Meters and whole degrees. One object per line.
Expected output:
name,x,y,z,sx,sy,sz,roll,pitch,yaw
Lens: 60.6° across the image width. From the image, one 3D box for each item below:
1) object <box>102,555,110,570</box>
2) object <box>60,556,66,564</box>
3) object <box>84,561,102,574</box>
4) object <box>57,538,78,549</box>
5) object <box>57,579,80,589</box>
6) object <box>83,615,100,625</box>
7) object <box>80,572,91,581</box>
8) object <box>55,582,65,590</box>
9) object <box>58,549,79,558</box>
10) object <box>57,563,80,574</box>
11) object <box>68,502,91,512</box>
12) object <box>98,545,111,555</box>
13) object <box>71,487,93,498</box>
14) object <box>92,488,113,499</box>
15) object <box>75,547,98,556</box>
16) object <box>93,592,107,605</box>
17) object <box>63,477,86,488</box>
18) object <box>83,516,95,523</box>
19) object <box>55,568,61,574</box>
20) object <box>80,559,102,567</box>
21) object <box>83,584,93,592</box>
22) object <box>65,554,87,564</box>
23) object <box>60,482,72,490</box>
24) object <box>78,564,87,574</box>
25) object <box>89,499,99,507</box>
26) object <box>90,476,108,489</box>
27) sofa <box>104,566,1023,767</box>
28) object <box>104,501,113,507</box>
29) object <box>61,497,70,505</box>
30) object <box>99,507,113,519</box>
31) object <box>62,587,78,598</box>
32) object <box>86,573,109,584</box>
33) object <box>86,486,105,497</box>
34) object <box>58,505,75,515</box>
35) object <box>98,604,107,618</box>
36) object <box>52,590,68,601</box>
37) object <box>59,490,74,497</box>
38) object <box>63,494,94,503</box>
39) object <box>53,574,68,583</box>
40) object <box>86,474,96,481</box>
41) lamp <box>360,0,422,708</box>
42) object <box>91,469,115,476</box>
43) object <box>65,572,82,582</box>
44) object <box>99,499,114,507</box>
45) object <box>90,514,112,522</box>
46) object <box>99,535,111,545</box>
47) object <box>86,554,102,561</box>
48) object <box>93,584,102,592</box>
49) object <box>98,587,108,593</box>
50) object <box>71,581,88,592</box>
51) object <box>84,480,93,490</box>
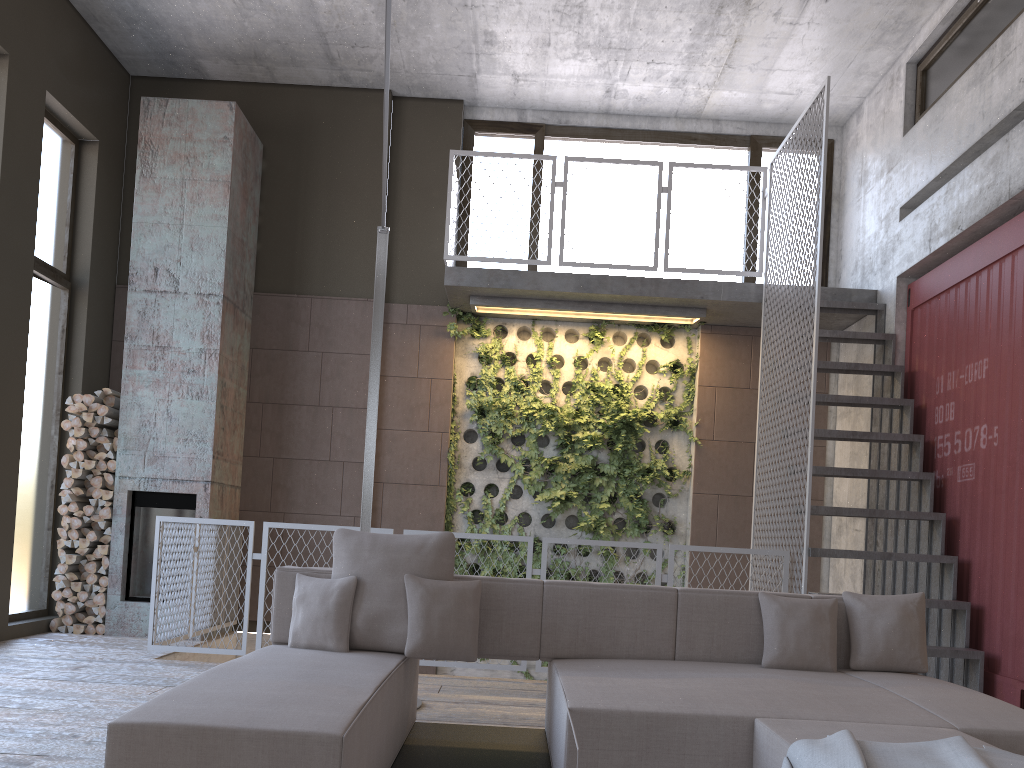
object,-3.376,1.521,7.473,0.064,0.123,0.369,3,-9,2
object,-3.717,1.495,7.469,0.067,0.066,0.429,3,-10,0
object,-3.509,1.548,7.441,0.098,0.105,0.298,3,-9,0
object,-3.763,1.368,7.537,0.079,0.106,0.443,3,-10,0
object,-3.697,1.685,7.418,0.071,0.072,0.429,3,-10,1
object,-3.520,2.010,7.519,0.115,0.078,0.441,3,-10,0
object,-3.569,1.646,7.540,0.101,0.085,0.368,3,-10,1
object,-3.759,1.729,7.501,0.066,0.084,0.431,3,-10,3
object,-3.782,1.469,7.545,0.070,0.116,0.369,3,-9,0
object,-3.715,1.569,7.491,0.091,0.088,0.462,3,-10,2
object,-3.656,1.065,7.540,0.091,0.088,0.462,3,-10,1
object,-3.390,1.415,7.511,0.093,0.082,0.486,3,-10,1
object,-3.631,0.941,7.548,0.115,0.078,0.441,3,-10,1
object,-3.452,0.952,7.532,0.092,0.092,0.443,3,-10,1
object,-3.570,1.425,7.492,0.115,0.078,0.441,3,-10,0
object,-3.415,1.802,7.395,0.101,0.101,0.297,3,-9,-1
object,-3.675,0.860,7.511,0.091,0.088,0.462,3,-10,2
object,-3.563,1.159,7.509,0.064,0.073,0.364,3,-10,-1
object,-3.776,1.590,7.520,0.067,0.070,0.429,3,-10,1
object,-3.573,1.518,7.499,0.064,0.073,0.364,3,-10,2
object,-3.534,1.737,7.504,0.067,0.066,0.429,3,-10,1
object,-3.640,1.489,7.467,0.093,0.082,0.486,3,-10,0
object,-3.736,0.881,7.540,0.067,0.070,0.429,3,-10,1
object,-3.624,1.591,7.575,0.104,0.101,0.296,3,-9,1
object,-3.494,1.028,7.524,0.067,0.066,0.429,3,-10,1
object,-3.470,0.839,7.461,0.098,0.105,0.298,3,-9,0
sofa,0.369,1.100,2.864,2.996,0.777,3.056,3,-10,1
object,-3.364,1.019,7.416,0.063,0.047,0.254,3,-10,0
object,-3.719,1.020,7.520,0.066,0.084,0.431,3,-10,3
object,-3.376,1.093,7.414,0.101,0.101,0.297,3,-9,-1
object,-3.695,1.774,7.521,0.091,0.088,0.462,3,-10,1
object,-3.492,1.661,7.513,0.092,0.092,0.443,3,-10,1
object,-3.529,0.937,7.559,0.101,0.085,0.368,3,-10,1
object,-3.744,1.088,7.535,0.091,0.091,0.443,3,-10,1
object,-3.398,1.919,7.462,0.064,0.123,0.369,3,-9,2
object,-3.784,1.798,7.516,0.091,0.091,0.443,3,-10,1
object,-3.730,0.944,7.511,0.122,0.067,0.369,3,-10,0
object,-3.657,0.976,7.437,0.071,0.072,0.429,3,-10,1
object,-3.770,1.654,7.491,0.122,0.067,0.369,3,-10,0
object,-3.534,0.809,7.518,0.064,0.073,0.364,3,-10,2
lamp,-0.598,-0.037,4.130,0.757,3.391,2.652,4,-5,-12
object,-3.471,0.769,7.493,0.089,0.056,0.337,3,-10,1
object,-3.671,1.651,7.529,0.115,0.078,0.441,3,-10,1
object,-3.413,1.030,7.524,0.067,0.066,0.429,3,-10,1
object,-3.461,1.151,7.505,0.122,0.067,0.369,3,-10,2
object,-3.393,1.340,7.537,0.115,0.078,0.441,3,-10,0
object,-3.511,1.478,7.474,0.089,0.056,0.337,3,-10,1
object,-3.453,1.739,7.504,0.067,0.066,0.429,3,-10,1
object,-3.403,1.728,7.396,0.063,0.047,0.254,3,-10,0
object,-3.609,1.722,7.503,0.093,0.082,0.486,3,-10,1
object,-3.584,0.882,7.595,0.104,0.101,0.296,3,-9,1
